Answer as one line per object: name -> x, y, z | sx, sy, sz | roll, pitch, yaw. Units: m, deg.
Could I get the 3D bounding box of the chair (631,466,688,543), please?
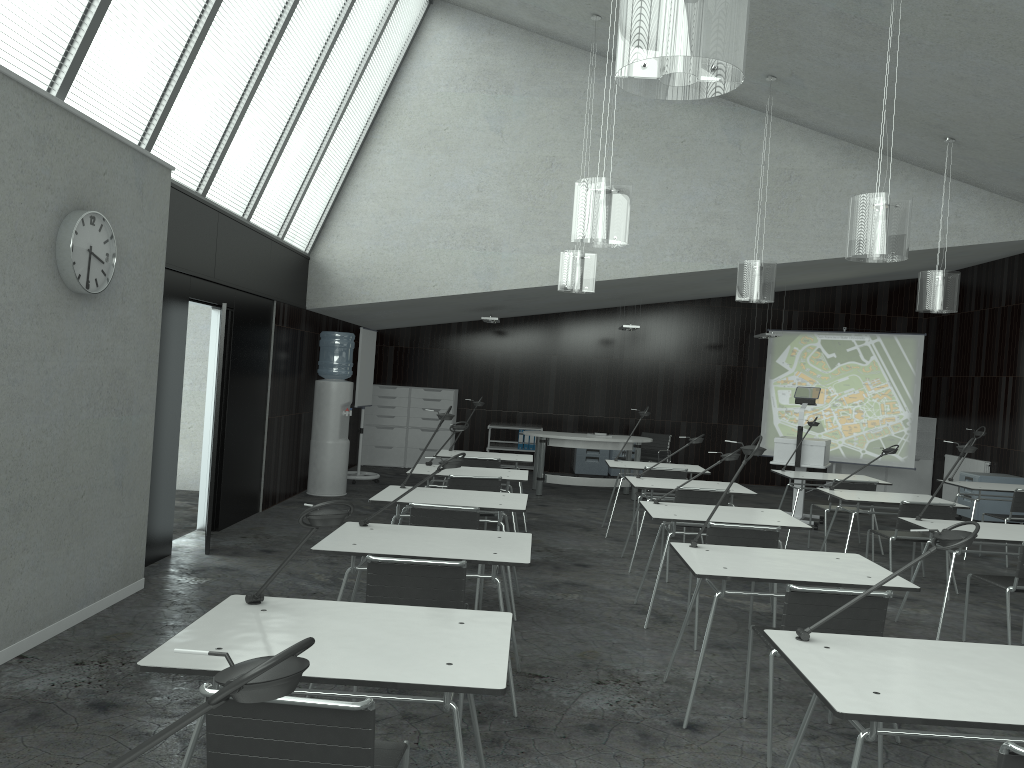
chair -> 1.315, 1.183, 7.923 | 0.428, 0.765, 0.555 | 4, 0, 0

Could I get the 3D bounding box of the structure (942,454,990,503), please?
structure -> 5.910, 1.414, 11.588 | 0.079, 0.688, 1.129 | 4, 0, 1

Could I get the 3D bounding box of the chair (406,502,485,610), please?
chair -> -0.366, 1.098, 4.988 | 0.428, 0.765, 0.555 | 4, 0, 5

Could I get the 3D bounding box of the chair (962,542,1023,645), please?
chair -> 2.869, 1.308, 4.939 | 0.428, 0.765, 0.555 | 4, 0, -3

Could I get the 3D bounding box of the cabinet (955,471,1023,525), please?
cabinet -> 5.622, 1.506, 10.402 | 0.598, 0.648, 0.502 | 4, 0, 1

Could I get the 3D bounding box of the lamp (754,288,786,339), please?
lamp -> 3.404, -2.457, 11.382 | 0.212, 3.595, 0.600 | 4, 0, 1

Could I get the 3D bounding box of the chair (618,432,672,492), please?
chair -> 1.776, 1.152, 11.925 | 0.560, 0.825, 0.587 | 4, 1, 40

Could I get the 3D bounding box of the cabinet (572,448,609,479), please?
cabinet -> 1.162, 1.194, 12.990 | 0.502, 0.648, 0.598 | 4, 0, 1

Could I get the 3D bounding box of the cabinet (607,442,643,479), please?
cabinet -> 1.675, 1.228, 12.978 | 0.502, 0.648, 0.598 | 4, 0, 1

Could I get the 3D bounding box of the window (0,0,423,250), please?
window -> -1.698, -2.941, 2.838 | 1.144, 3.101, 12.775 | 4, 0, 1

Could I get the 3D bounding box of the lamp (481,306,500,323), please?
lamp -> -0.159, -2.689, 11.468 | 0.212, 3.595, 0.600 | 4, 0, 1

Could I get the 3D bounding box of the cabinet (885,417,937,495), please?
cabinet -> 5.668, 1.160, 12.881 | 0.639, 1.285, 0.587 | 4, 0, 1

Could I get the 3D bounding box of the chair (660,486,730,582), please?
chair -> 1.337, 1.196, 6.520 | 0.428, 0.765, 0.555 | 4, 0, 1

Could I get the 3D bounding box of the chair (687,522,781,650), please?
chair -> 1.217, 1.201, 4.916 | 0.428, 0.765, 0.555 | 4, 0, 3

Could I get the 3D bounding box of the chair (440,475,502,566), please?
chair -> -0.322, 1.089, 6.444 | 0.428, 0.765, 0.555 | 4, 0, -11

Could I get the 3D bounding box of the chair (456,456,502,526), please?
chair -> -0.298, 1.078, 7.884 | 0.428, 0.765, 0.555 | 4, 0, 3

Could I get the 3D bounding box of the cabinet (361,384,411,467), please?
cabinet -> -1.820, 0.675, 13.062 | 0.639, 1.292, 0.587 | 4, 0, 1

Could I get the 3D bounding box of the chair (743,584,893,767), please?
chair -> 1.191, 1.211, 3.503 | 0.428, 0.765, 0.555 | 4, 0, 1

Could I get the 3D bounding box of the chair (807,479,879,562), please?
chair -> 2.903, 1.287, 7.789 | 0.428, 0.765, 0.555 | 4, 0, -1

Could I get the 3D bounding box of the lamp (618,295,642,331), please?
lamp -> 1.623, -2.573, 11.425 | 0.212, 3.595, 0.600 | 4, 0, 1

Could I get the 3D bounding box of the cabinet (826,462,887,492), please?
cabinet -> 5.022, 1.118, 12.897 | 0.639, 1.285, 0.587 | 4, 0, 1

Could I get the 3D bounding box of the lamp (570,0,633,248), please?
lamp -> 0.623, -2.371, 5.382 | 0.350, 2.848, 0.359 | 4, 0, 1

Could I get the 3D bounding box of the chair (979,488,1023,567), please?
chair -> 4.508, 1.391, 7.882 | 0.428, 0.765, 0.555 | 4, 0, -1

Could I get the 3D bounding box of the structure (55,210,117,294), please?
structure -> -2.064, -0.710, 4.315 | 0.077, 0.446, 0.446 | 4, 0, 1

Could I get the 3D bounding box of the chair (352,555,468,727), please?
chair -> -0.383, 1.108, 3.590 | 0.428, 0.765, 0.555 | 4, 0, 0

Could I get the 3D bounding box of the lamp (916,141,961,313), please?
lamp -> 4.013, -1.630, 8.256 | 0.350, 1.761, 0.359 | 4, 0, 1

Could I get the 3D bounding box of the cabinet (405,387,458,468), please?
cabinet -> -1.174, 0.718, 13.046 | 0.639, 1.292, 0.587 | 4, 0, 1

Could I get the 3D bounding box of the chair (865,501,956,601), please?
chair -> 2.887, 1.297, 6.454 | 0.428, 0.765, 0.555 | 4, 0, -2

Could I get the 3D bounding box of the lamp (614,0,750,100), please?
lamp -> 0.551, -2.352, 2.430 | 0.350, 2.848, 0.359 | 4, 0, 1

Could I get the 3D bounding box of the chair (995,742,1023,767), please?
chair -> 1.206, 1.224, 2.087 | 0.428, 0.765, 0.555 | 4, 0, 1

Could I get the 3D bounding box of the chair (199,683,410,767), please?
chair -> -0.489, 1.113, 2.144 | 0.428, 0.765, 0.555 | 4, 0, 5

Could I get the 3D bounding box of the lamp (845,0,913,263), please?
lamp -> 2.274, -1.993, 5.343 | 0.350, 2.307, 0.359 | 4, 0, 1

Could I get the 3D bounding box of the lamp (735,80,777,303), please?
lamp -> 2.346, -2.012, 8.295 | 0.350, 2.307, 0.359 | 4, 0, 1

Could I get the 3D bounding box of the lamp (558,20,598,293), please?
lamp -> 0.696, -2.391, 8.333 | 0.350, 2.848, 0.359 | 4, 0, 1
